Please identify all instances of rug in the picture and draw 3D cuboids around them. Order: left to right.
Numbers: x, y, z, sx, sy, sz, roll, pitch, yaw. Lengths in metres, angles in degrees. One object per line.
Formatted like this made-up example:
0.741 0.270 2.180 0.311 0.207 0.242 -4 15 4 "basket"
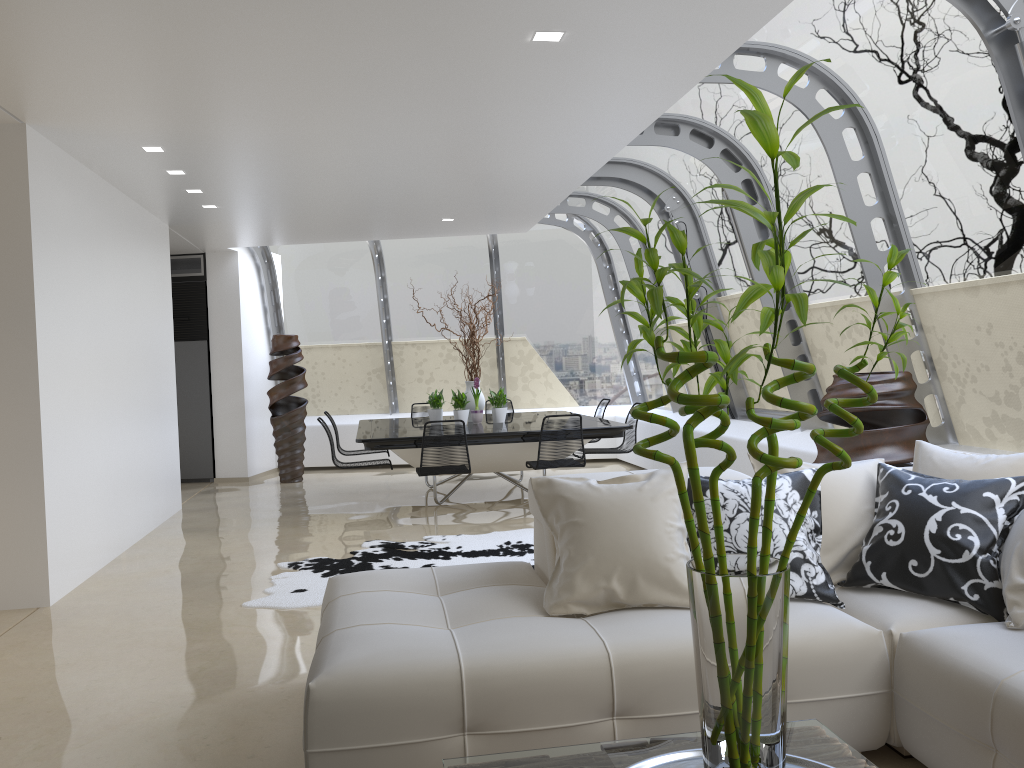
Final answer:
-0.073 1.223 5.920 3.220 0.008 2.705 -2 1 -9 "rug"

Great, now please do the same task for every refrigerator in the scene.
-4.301 0.336 11.346 1.006 1.742 0.234 -2 1 4 "refrigerator"

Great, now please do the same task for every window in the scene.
-4.663 -0.032 5.784 16.693 3.674 16.171 -2 1 -3 "window"

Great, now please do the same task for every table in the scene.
-0.340 0.781 9.306 2.494 0.759 3.031 -2 1 -9 "table"
0.382 1.093 1.764 1.007 0.448 0.923 -2 1 -9 "table"

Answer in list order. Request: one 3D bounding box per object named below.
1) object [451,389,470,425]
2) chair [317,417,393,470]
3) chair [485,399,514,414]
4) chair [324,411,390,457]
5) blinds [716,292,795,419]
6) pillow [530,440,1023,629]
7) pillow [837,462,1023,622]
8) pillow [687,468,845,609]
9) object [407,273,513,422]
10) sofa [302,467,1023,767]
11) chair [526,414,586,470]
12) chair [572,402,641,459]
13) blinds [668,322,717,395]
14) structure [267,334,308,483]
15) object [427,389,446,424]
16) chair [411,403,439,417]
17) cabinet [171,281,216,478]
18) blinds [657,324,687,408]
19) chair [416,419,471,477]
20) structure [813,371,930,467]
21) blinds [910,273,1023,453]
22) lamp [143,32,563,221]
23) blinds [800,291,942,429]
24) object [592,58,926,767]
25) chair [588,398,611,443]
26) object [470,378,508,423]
-0.528 0.231 8.990 0.215 0.369 0.284 -2 1 24 "object"
-1.505 0.566 8.521 0.688 0.519 0.446 -2 1 -9 "chair"
-0.112 0.459 10.893 0.446 0.519 0.688 -2 1 -9 "chair"
-1.708 0.546 9.781 0.688 0.519 0.446 -2 1 -9 "chair"
2.285 -0.224 7.966 0.387 1.214 1.376 -2 1 -9 "blinds"
1.636 0.526 2.556 1.656 0.530 3.322 -3 2 -39 "pillow"
1.528 0.557 3.191 0.405 0.483 0.599 -3 2 -40 "pillow"
0.875 0.569 3.284 0.604 0.471 0.394 -2 1 7 "pillow"
-0.566 -0.366 9.293 1.031 1.549 1.135 -3 1 -17 "object"
1.097 0.837 2.128 3.257 0.866 4.169 -2 1 -9 "sofa"
0.386 0.510 7.804 0.446 0.519 0.688 -2 1 -9 "chair"
0.977 0.462 8.919 0.688 0.519 0.446 -2 1 -9 "chair"
2.071 -0.157 9.495 0.329 1.027 1.430 -2 1 -9 "blinds"
-2.773 0.308 10.991 0.498 1.843 0.493 -2 1 2 "structure"
-0.800 0.233 9.384 0.215 0.369 0.284 -1 1 29 "object"
-1.025 0.498 10.746 0.446 0.519 0.688 -2 1 -9 "chair"
-4.884 0.011 11.685 2.252 2.558 0.831 -2 1 5 "cabinet"
1.978 0.338 11.231 0.663 2.118 1.829 -2 1 -9 "blinds"
-0.598 0.552 7.646 0.446 0.519 0.688 -2 1 -9 "chair"
2.024 0.564 4.974 0.672 1.258 0.674 -3 2 -32 "structure"
2.807 -0.082 4.936 0.329 1.027 1.430 -2 1 -9 "blinds"
-4.643 -1.455 3.810 9.775 0.004 9.928 -2 1 -8 "lamp"
2.561 -0.107 6.456 0.329 1.027 1.430 -2 1 -9 "blinds"
0.467 0.104 1.784 0.673 1.546 0.584 -1 1 30 "object"
0.774 0.442 10.179 0.688 0.519 0.446 -2 1 -9 "chair"
-0.214 0.165 9.175 0.417 0.476 0.238 -2 1 19 "object"
